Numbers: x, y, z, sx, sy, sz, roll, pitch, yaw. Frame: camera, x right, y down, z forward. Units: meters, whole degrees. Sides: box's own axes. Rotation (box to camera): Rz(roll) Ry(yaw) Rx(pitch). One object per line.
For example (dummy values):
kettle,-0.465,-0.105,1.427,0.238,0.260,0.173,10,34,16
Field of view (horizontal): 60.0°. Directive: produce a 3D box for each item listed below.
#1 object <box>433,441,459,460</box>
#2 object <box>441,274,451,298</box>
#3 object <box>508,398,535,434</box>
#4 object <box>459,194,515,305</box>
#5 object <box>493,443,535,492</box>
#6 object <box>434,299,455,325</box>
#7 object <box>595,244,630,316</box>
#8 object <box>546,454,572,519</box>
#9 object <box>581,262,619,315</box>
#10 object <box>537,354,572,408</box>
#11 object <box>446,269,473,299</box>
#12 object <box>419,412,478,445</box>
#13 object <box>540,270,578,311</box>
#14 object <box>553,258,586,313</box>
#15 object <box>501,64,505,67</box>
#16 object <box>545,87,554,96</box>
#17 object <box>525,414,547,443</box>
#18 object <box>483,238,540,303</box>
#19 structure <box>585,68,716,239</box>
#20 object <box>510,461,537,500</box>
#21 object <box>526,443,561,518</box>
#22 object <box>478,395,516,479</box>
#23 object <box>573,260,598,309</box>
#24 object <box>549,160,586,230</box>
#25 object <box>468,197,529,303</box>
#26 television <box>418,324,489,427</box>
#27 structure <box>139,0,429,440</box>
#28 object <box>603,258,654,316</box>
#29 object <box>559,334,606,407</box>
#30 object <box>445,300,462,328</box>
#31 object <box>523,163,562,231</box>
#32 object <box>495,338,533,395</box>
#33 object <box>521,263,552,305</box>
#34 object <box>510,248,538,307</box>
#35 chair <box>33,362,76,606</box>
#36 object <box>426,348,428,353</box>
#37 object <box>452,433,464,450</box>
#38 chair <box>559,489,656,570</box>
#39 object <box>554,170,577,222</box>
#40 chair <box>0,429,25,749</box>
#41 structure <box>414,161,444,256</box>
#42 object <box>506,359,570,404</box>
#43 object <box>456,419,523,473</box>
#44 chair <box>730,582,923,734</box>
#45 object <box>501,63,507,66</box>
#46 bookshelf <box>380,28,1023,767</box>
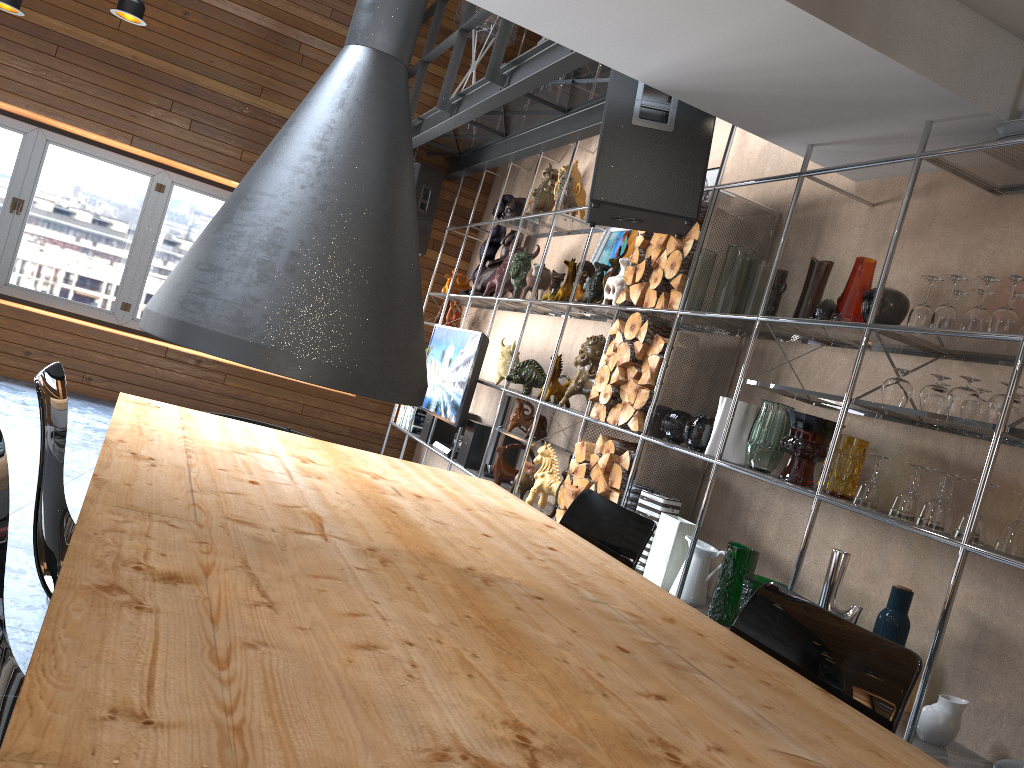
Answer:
object,-0.365,0.496,6.305,0.325,0.058,0.360,16,1,-23
object,-0.492,-0.824,7.439,0.233,0.209,0.107,16,0,-36
object,0.099,0.214,5.377,0.217,0.214,0.108,16,0,2
object,-0.183,-1.080,6.955,0.244,0.879,0.244,16,0,6
object,0.004,0.496,5.343,0.249,0.290,0.114,16,0,3
object,-0.543,-0.589,7.426,0.116,0.229,0.233,16,0,17
object,0.585,-0.561,4.745,0.198,0.358,0.116,16,0,-15
object,0.316,0.553,4.600,0.198,0.358,0.116,16,0,-30
object,0.535,-0.521,4.899,0.253,0.249,0.126,16,0,-18
object,0.297,-0.017,5.120,0.290,0.290,0.097,16,1,-42
object,-0.397,-0.794,7.209,0.278,0.222,0.138,16,0,-12
object,-0.483,0.330,6.746,0.343,0.303,0.175,16,0,-23
object,0.338,-0.559,5.406,0.272,0.207,0.137,16,0,-19
object,0.403,-0.579,5.244,0.290,0.290,0.097,16,0,-24
object,0.012,-2.615,7.456,0.246,0.016,0.182,16,1,-23
object,0.313,-2.161,6.372,0.111,0.175,0.011,16,0,-23
object,0.156,0.255,5.162,0.105,0.168,0.210,16,0,18
object,-0.021,-0.792,6.249,0.219,0.440,0.463,16,0,-23
structure,0.572,-0.992,3.600,0.506,0.744,0.460,16,0,3
object,0.080,0.553,5.124,0.119,0.220,0.212,16,0,11
object,0.253,0.531,4.805,0.375,0.363,0.170,17,0,33
object,-0.077,0.336,5.674,0.112,0.533,0.112,16,0,-23
object,0.445,-0.559,5.080,0.227,0.270,0.123,16,0,-23
object,0.406,-1.269,5.876,0.215,0.458,0.328,16,0,-18
object,-0.072,-1.022,6.716,0.305,0.840,0.237,16,0,-20
television,-0.429,-0.077,6.246,0.115,0.638,1.075,16,0,-22
structure,-0.305,-1.963,3.527,1.196,5.700,1.689,16,0,-23
object,0.644,-0.501,4.594,0.314,0.280,0.151,16,0,-24
object,0.469,-0.046,4.733,0.210,0.451,0.405,16,0,-30
object,-0.466,-0.561,7.242,0.060,0.223,0.267,16,0,23
object,0.205,-1.324,6.277,0.207,0.442,0.328,16,0,-30
object,0.033,-0.114,5.663,0.325,0.310,0.154,16,1,-38
object,0.166,-0.642,5.648,0.164,0.266,0.237,16,0,-6
object,0.102,-0.708,5.868,0.255,0.356,0.167,16,0,-3
chair,-0.871,0.426,1.933,0.598,0.825,0.527,16,0,-23
object,-0.609,-0.215,7.349,0.320,0.114,0.405,16,1,-23
object,-0.347,0.419,6.303,0.080,0.101,0.223,16,0,-23
chair,-0.021,0.671,2.390,0.598,0.825,0.527,16,0,-23
object,0.354,-1.185,5.584,0.208,0.280,0.131,16,1,-41
chair,-0.554,0.526,1.134,0.598,0.825,0.527,16,0,-23
structure,-0.886,-1.451,7.273,0.462,0.735,0.487,17,0,27
object,0.172,-0.022,5.351,0.403,0.221,0.192,16,0,14
object,-0.152,0.434,5.911,0.343,0.303,0.175,16,0,-23
chair,0.296,0.771,1.591,0.598,0.825,0.527,16,0,-23
object,0.013,-2.631,7.466,0.246,0.016,0.182,16,1,-23
bookshelf,1.860,-1.591,2.655,0.421,6.219,10.741,16,0,-23
